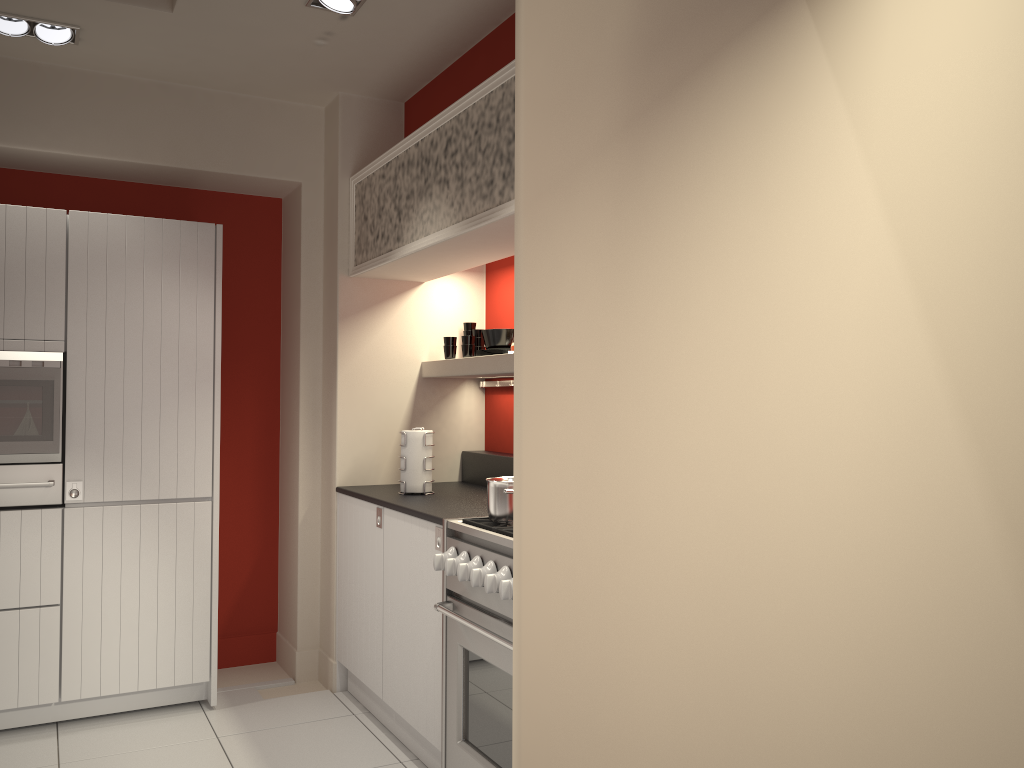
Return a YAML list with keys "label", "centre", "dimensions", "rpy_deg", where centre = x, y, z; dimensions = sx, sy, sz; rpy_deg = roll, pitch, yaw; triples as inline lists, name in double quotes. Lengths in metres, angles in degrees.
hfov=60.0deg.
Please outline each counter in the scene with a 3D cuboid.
- label: "counter"
  centre: [-0.255, 0.520, 3.992]
  dimensions: [0.699, 0.026, 1.360]
  rpy_deg: [1, -1, -28]

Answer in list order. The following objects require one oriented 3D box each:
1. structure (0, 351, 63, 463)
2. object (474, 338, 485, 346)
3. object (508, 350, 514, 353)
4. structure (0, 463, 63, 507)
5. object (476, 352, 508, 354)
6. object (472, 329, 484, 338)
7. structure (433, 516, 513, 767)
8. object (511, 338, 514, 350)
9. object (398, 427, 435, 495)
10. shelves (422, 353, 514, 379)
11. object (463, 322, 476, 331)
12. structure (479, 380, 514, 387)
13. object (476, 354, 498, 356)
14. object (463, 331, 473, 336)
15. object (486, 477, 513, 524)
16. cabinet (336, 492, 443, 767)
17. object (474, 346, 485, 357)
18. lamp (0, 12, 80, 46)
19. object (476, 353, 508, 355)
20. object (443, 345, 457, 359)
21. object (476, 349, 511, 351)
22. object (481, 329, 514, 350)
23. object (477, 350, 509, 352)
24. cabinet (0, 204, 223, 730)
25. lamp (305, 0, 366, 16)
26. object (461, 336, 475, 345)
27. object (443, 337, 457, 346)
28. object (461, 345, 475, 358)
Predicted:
- label: "structure"
  centre: [-2.262, 0.098, 3.781]
  dimensions: [0.610, 0.473, 0.332]
  rpy_deg: [1, -1, -28]
- label: "object"
  centre: [-0.172, -0.200, 4.604]
  dimensions: [0.070, 0.076, 0.070]
  rpy_deg: [-1, -1, 33]
- label: "object"
  centre: [0.076, -0.140, 4.025]
  dimensions: [0.183, 0.027, 0.160]
  rpy_deg: [0, -1, 1]
- label: "structure"
  centre: [-2.222, 0.429, 3.704]
  dimensions: [0.617, 0.177, 0.129]
  rpy_deg: [1, -1, -28]
- label: "object"
  centre: [-0.034, -0.141, 4.283]
  dimensions: [0.280, 0.016, 0.280]
  rpy_deg: [1, -1, -29]
- label: "object"
  centre: [-0.172, -0.244, 4.605]
  dimensions: [0.070, 0.076, 0.070]
  rpy_deg: [-1, -1, 33]
- label: "structure"
  centre: [0.324, 0.954, 2.787]
  dimensions: [0.778, 1.085, 1.322]
  rpy_deg: [1, -1, -28]
- label: "object"
  centre: [0.033, -0.196, 4.027]
  dimensions: [0.076, 0.131, 0.076]
  rpy_deg: [0, -1, 14]
- label: "object"
  centre: [-0.443, 0.357, 4.130]
  dimensions: [0.168, 0.304, 0.163]
  rpy_deg: [0, -1, 1]
- label: "shelves"
  centre: [0.008, -0.083, 4.153]
  dimensions: [0.376, 0.083, 1.379]
  rpy_deg: [1, -1, -28]
- label: "object"
  centre: [-0.224, -0.286, 4.705]
  dimensions: [0.070, 0.076, 0.070]
  rpy_deg: [-1, -1, 33]
- label: "structure"
  centre: [0.154, -0.008, 4.219]
  dimensions: [0.054, 0.034, 1.355]
  rpy_deg: [1, -1, -28]
- label: "object"
  centre: [-0.034, -0.130, 4.282]
  dimensions: [0.280, 0.016, 0.280]
  rpy_deg: [1, -1, -29]
- label: "object"
  centre: [-0.224, -0.242, 4.704]
  dimensions: [0.070, 0.076, 0.070]
  rpy_deg: [-1, -1, 33]
- label: "object"
  centre: [0.007, 0.412, 3.156]
  dimensions: [0.201, 0.148, 0.201]
  rpy_deg: [1, -1, -35]
- label: "cabinet"
  centre: [-0.257, 1.030, 3.984]
  dimensions: [0.687, 0.993, 1.361]
  rpy_deg: [1, -1, -28]
- label: "object"
  centre: [-0.173, -0.156, 4.603]
  dimensions: [0.070, 0.076, 0.070]
  rpy_deg: [-1, -1, 33]
- label: "lamp"
  centre: [-2.012, -1.497, 3.714]
  dimensions: [0.361, 0.084, 0.199]
  rpy_deg: [1, -1, -28]
- label: "object"
  centre: [-0.034, -0.136, 4.282]
  dimensions: [0.280, 0.016, 0.280]
  rpy_deg: [1, -1, -29]
- label: "object"
  centre: [-0.317, -0.158, 4.543]
  dimensions: [0.070, 0.076, 0.070]
  rpy_deg: [-1, -1, 33]
- label: "object"
  centre: [-0.034, -0.152, 4.283]
  dimensions: [0.280, 0.016, 0.280]
  rpy_deg: [1, -1, -29]
- label: "object"
  centre: [-0.034, -0.203, 4.284]
  dimensions: [0.232, 0.108, 0.232]
  rpy_deg: [0, -1, 14]
- label: "object"
  centre: [-0.034, -0.146, 4.283]
  dimensions: [0.280, 0.016, 0.280]
  rpy_deg: [1, -1, -29]
- label: "cabinet"
  centre: [-2.660, 0.362, 3.862]
  dimensions: [2.557, 2.250, 0.716]
  rpy_deg: [1, -2, -28]
- label: "lamp"
  centre: [-0.644, -1.506, 3.376]
  dimensions: [0.199, 0.109, 0.361]
  rpy_deg: [1, -1, -28]
- label: "object"
  centre: [-0.220, -0.203, 4.468]
  dimensions: [0.070, 0.076, 0.070]
  rpy_deg: [-1, -1, 33]
- label: "object"
  centre: [-0.317, -0.202, 4.544]
  dimensions: [0.070, 0.076, 0.070]
  rpy_deg: [-1, -1, 33]
- label: "object"
  centre: [-0.220, -0.159, 4.466]
  dimensions: [0.070, 0.076, 0.070]
  rpy_deg: [-1, -1, 33]
